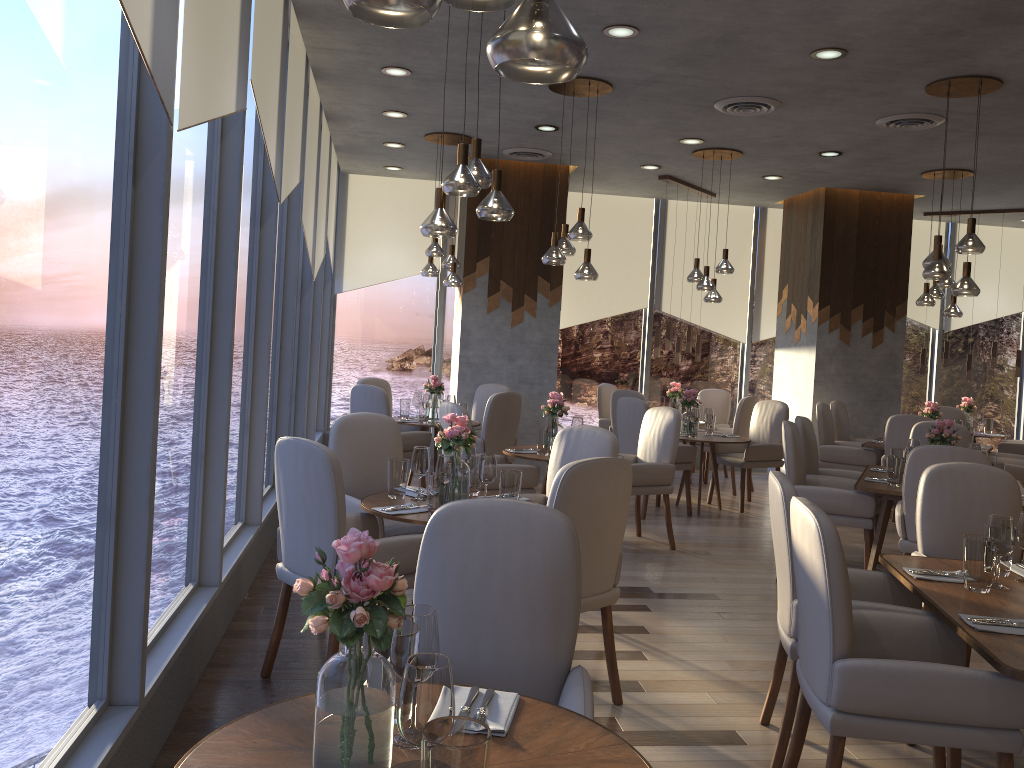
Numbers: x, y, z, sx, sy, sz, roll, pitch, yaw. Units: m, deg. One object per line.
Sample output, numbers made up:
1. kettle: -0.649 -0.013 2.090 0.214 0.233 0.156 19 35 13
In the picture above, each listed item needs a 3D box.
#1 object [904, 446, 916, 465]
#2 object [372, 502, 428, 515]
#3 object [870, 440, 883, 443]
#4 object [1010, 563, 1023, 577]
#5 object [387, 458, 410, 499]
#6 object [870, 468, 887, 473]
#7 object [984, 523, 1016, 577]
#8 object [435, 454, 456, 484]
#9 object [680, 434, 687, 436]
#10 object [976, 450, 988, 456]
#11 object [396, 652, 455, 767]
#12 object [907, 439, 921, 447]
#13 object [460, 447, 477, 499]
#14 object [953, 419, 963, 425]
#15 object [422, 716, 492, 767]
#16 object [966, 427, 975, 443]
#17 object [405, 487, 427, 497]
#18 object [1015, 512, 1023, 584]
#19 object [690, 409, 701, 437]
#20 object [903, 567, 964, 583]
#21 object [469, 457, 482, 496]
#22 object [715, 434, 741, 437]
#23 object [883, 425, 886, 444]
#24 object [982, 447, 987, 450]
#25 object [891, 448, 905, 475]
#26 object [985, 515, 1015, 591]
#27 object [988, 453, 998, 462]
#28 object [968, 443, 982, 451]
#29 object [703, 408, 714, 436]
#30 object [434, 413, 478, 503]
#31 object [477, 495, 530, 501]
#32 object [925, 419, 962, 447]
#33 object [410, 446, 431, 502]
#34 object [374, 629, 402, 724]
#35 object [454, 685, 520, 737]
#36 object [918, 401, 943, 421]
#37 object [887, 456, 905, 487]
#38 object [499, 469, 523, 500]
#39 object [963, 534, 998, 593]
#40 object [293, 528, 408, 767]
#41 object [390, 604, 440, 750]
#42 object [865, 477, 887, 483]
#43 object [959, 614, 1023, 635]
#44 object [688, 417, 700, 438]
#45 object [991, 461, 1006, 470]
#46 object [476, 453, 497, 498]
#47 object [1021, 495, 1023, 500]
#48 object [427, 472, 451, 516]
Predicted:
1. object: 2.444 0.504 5.425 0.092 0.244 0.092 3 1 5
2. object: -0.461 0.533 3.818 0.255 0.019 0.157 1 4 -44
3. object: 3.472 0.540 8.231 0.255 0.019 0.157 5 3 34
4. object: 1.930 0.692 3.262 0.157 0.019 0.255 4 3 6
5. object: -0.528 0.437 4.088 0.102 0.178 0.102 3 1 -14
6. object: 2.598 0.594 6.087 0.255 0.019 0.157 5 3 25
7. object: 1.772 0.605 3.227 0.102 0.178 0.102 4 1 12
8. object: -0.291 0.429 3.843 0.092 0.244 0.092 3 1 -24
9. object: 1.452 0.447 7.866 0.255 0.019 0.157 1 3 -34
10. object: 2.834 0.529 5.372 0.092 0.244 0.092 3 1 -16
11. object: -0.138 0.555 1.393 0.092 0.244 0.092 4 1 27
12. object: 2.689 0.493 5.943 0.092 0.244 0.092 4 2 44
13. object: -0.214 0.417 4.181 0.092 0.244 0.092 3 1 -14
14. object: 4.237 0.461 8.434 0.092 0.244 0.092 3 1 -12
15. object: -0.086 0.596 1.298 0.102 0.178 0.102 3 2 -27
16. object: 4.344 0.500 8.437 0.102 0.178 0.102 3 2 -28
17. object: -0.442 0.515 4.229 0.157 0.019 0.255 1 4 -40
18. object: 1.830 0.580 3.133 0.092 0.244 0.092 3 1 8
19. object: 1.624 0.344 7.864 0.092 0.244 0.092 3 1 -14
20. object: 1.535 0.675 3.143 0.255 0.019 0.157 4 3 8
21. object: -0.190 0.446 4.287 0.102 0.178 0.102 3 1 -3
22. object: 1.945 0.465 8.061 0.255 0.019 0.157 1 3 -32
23. object: 3.428 0.466 8.071 0.102 0.178 0.102 4 2 40
24. object: 4.287 0.584 8.280 0.255 0.019 0.157 5 3 36
25. object: 2.580 0.521 5.921 0.102 0.178 0.102 4 2 41
26. object: 1.665 0.575 3.030 0.092 0.244 0.092 4 1 27
27. object: 3.179 0.555 5.914 0.102 0.178 0.102 3 1 -8
28. object: 3.073 0.517 5.894 0.092 0.244 0.092 3 1 -22
29. object: 1.786 0.344 8.065 0.092 0.244 0.092 4 1 38
30. object: -0.259 0.337 4.010 0.210 0.415 0.198 3 1 -11
31. object: -0.055 0.538 4.197 0.255 0.019 0.157 1 4 -39
32. object: 2.744 0.428 5.661 0.210 0.415 0.198 4 2 39
33. object: -0.420 0.411 4.062 0.092 0.244 0.092 2 2 -43
34. object: -0.236 0.566 1.744 0.102 0.178 0.102 3 1 5
35. object: -0.076 0.654 1.771 0.157 0.019 0.255 4 3 9
36. object: 3.906 0.369 8.263 0.197 0.415 0.210 3 1 -31
37. object: 2.335 0.532 5.403 0.102 0.178 0.102 4 2 41
38. object: -0.009 0.473 3.939 0.102 0.178 0.102 4 2 43
39. object: 1.567 0.605 2.977 0.102 0.178 0.102 4 1 14
40. object: -0.275 0.456 1.519 0.198 0.415 0.210 4 1 14
41. object: -0.182 0.541 1.647 0.092 0.244 0.092 3 1 -17
42. object: 2.353 0.605 5.569 0.255 0.019 0.157 5 3 25
43. object: 1.452 0.698 2.576 0.255 0.019 0.157 4 3 8
44. object: 1.586 0.380 7.761 0.102 0.178 0.102 3 2 -28
45. object: 2.939 0.567 5.393 0.102 0.178 0.102 4 2 42
46. object: -0.115 0.434 3.957 0.092 0.244 0.092 4 1 27
47. object: 2.909 0.653 5.230 0.255 0.019 0.157 5 3 26
48. object: -0.311 0.466 3.736 0.102 0.178 0.102 4 1 22
